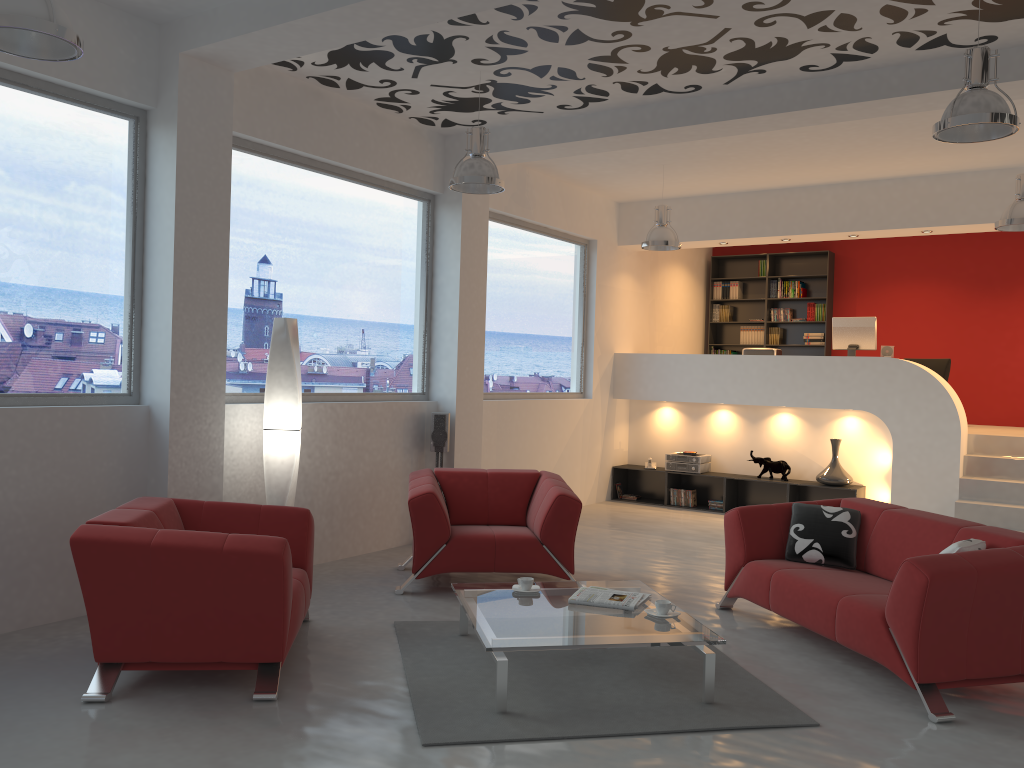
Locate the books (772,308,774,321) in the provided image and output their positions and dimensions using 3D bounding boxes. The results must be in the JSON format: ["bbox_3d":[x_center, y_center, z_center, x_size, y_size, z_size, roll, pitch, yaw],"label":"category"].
[{"bbox_3d":[3.646,-0.949,12.306,0.031,0.190,0.135,2,1,34],"label":"books"}]

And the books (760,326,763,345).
[{"bbox_3d":[3.511,-0.673,12.370,0.040,0.260,0.200,2,1,34],"label":"books"}]

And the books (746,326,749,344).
[{"bbox_3d":[3.342,-0.679,12.483,0.040,0.260,0.200,2,1,34],"label":"books"}]

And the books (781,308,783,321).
[{"bbox_3d":[3.746,-0.945,12.240,0.031,0.190,0.135,2,1,34],"label":"books"}]

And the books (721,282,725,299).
[{"bbox_3d":[3.050,-1.324,12.684,0.040,0.260,0.200,2,1,34],"label":"books"}]

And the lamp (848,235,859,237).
[{"bbox_3d":[3.542,-1.534,9.200,0.105,0.011,0.105,2,1,23],"label":"lamp"}]

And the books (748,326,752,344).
[{"bbox_3d":[3.376,-0.678,12.461,0.040,0.260,0.200,2,1,34],"label":"books"}]

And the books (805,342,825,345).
[{"bbox_3d":[4.110,-0.539,11.954,0.260,0.040,0.200,2,1,35],"label":"books"}]

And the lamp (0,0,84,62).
[{"bbox_3d":[-1.894,-1.742,3.505,0.379,0.800,0.379,2,1,-17],"label":"lamp"}]

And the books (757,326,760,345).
[{"bbox_3d":[3.478,-0.674,12.393,0.040,0.260,0.200,2,1,34],"label":"books"}]

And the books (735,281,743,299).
[{"bbox_3d":[3.219,-1.317,12.571,0.040,0.260,0.200,2,1,34],"label":"books"}]

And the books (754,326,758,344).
[{"bbox_3d":[3.443,-0.676,12.416,0.040,0.260,0.200,2,1,34],"label":"books"}]

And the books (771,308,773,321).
[{"bbox_3d":[3.633,-0.950,12.315,0.031,0.190,0.135,2,1,34],"label":"books"}]

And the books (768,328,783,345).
[{"bbox_3d":[3.655,-0.657,12.287,0.146,0.240,0.170,2,1,34],"label":"books"}]

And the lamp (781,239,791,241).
[{"bbox_3d":[2.961,-1.557,9.589,0.105,0.011,0.105,2,1,23],"label":"lamp"}]

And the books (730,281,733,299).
[{"bbox_3d":[3.152,-1.320,12.616,0.040,0.260,0.200,2,1,34],"label":"books"}]

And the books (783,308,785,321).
[{"bbox_3d":[3.770,-0.944,12.223,0.031,0.190,0.135,2,1,34],"label":"books"}]

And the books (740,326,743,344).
[{"bbox_3d":[3.275,-0.682,12.528,0.040,0.260,0.200,2,1,34],"label":"books"}]

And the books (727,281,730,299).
[{"bbox_3d":[3.118,-1.321,12.639,0.040,0.260,0.200,2,1,34],"label":"books"}]

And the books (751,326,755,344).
[{"bbox_3d":[3.410,-0.677,12.438,0.040,0.260,0.200,2,1,34],"label":"books"}]

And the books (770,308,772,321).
[{"bbox_3d":[3.621,-0.950,12.323,0.031,0.190,0.135,2,1,34],"label":"books"}]

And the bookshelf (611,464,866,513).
[{"bbox_3d":[2.442,1.221,9.897,2.764,0.397,0.405,2,1,34],"label":"bookshelf"}]

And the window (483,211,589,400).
[{"bbox_3d":[0.146,-0.743,9.118,0.100,1.800,2.400,2,1,34],"label":"window"}]

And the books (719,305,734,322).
[{"bbox_3d":[3.064,-0.997,12.685,0.146,0.240,0.170,2,1,34],"label":"books"}]

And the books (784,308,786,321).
[{"bbox_3d":[3.783,-0.944,12.215,0.031,0.190,0.135,2,1,34],"label":"books"}]

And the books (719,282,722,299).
[{"bbox_3d":[3.017,-1.325,12.706,0.040,0.260,0.200,2,1,34],"label":"books"}]

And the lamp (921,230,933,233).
[{"bbox_3d":[4.124,-1.511,8.811,0.105,0.011,0.105,2,1,23],"label":"lamp"}]

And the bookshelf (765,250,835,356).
[{"bbox_3d":[3.897,-0.670,12.073,0.816,2.213,0.305,2,1,34],"label":"bookshelf"}]

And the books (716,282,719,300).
[{"bbox_3d":[2.983,-1.326,12.729,0.040,0.260,0.200,2,1,34],"label":"books"}]

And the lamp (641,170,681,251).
[{"bbox_3d":[1.441,-1.701,8.493,0.379,0.800,0.379,2,1,5],"label":"lamp"}]

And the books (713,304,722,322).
[{"bbox_3d":[2.965,-1.009,12.753,0.090,0.256,0.181,2,1,34],"label":"books"}]

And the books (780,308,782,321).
[{"bbox_3d":[3.733,-0.946,12.248,0.031,0.190,0.135,2,1,34],"label":"books"}]

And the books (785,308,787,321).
[{"bbox_3d":[3.795,-0.943,12.206,0.031,0.190,0.135,2,1,34],"label":"books"}]

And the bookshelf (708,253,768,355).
[{"bbox_3d":[3.219,-0.696,12.526,0.816,2.213,0.305,2,1,34],"label":"bookshelf"}]

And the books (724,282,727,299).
[{"bbox_3d":[3.084,-1.322,12.661,0.040,0.260,0.200,2,1,34],"label":"books"}]

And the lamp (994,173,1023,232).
[{"bbox_3d":[3.941,-1.603,6.821,0.379,0.800,0.379,2,1,5],"label":"lamp"}]

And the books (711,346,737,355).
[{"bbox_3d":[3.036,-0.388,12.672,0.341,0.286,0.231,2,1,34],"label":"books"}]

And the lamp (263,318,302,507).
[{"bbox_3d":[-1.512,0.458,5.830,0.313,1.779,0.313,2,1,26],"label":"lamp"}]

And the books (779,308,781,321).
[{"bbox_3d":[3.721,-0.946,12.256,0.031,0.190,0.135,2,1,34],"label":"books"}]

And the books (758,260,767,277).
[{"bbox_3d":[3.537,-1.596,12.374,0.146,0.240,0.170,2,1,34],"label":"books"}]

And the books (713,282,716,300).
[{"bbox_3d":[2.949,-1.328,12.751,0.040,0.260,0.200,2,1,34],"label":"books"}]

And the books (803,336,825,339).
[{"bbox_3d":[4.091,-0.620,11.962,0.260,0.040,0.200,2,1,33],"label":"books"}]

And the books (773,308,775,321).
[{"bbox_3d":[3.658,-0.949,12.298,0.031,0.190,0.135,2,1,34],"label":"books"}]

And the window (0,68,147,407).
[{"bbox_3d":[-2.966,-0.782,4.463,0.100,1.800,2.400,2,1,34],"label":"window"}]

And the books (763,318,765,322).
[{"bbox_3d":[3.558,-0.951,12.365,0.063,0.187,0.135,2,1,34],"label":"books"}]

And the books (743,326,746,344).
[{"bbox_3d":[3.309,-0.681,12.505,0.040,0.260,0.200,2,1,34],"label":"books"}]

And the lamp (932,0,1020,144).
[{"bbox_3d":[2.273,-1.624,4.327,0.379,0.800,0.379,2,1,27],"label":"lamp"}]

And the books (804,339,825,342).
[{"bbox_3d":[4.094,-0.580,11.961,0.260,0.040,0.200,2,1,34],"label":"books"}]

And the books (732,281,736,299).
[{"bbox_3d":[3.186,-1.318,12.593,0.040,0.260,0.200,2,1,34],"label":"books"}]

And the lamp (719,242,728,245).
[{"bbox_3d":[2.379,-1.580,9.978,0.105,0.011,0.105,2,1,23],"label":"lamp"}]

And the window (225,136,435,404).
[{"bbox_3d":[-1.410,-0.762,6.791,0.100,1.800,2.400,2,1,34],"label":"window"}]

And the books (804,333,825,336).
[{"bbox_3d":[4.096,-0.660,11.949,0.260,0.040,0.200,2,1,34],"label":"books"}]

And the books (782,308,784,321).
[{"bbox_3d":[3.758,-0.945,12.231,0.031,0.190,0.135,2,1,34],"label":"books"}]

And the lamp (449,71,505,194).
[{"bbox_3d":[-0.226,-1.721,5.999,0.379,0.800,0.379,1,1,-27],"label":"lamp"}]
